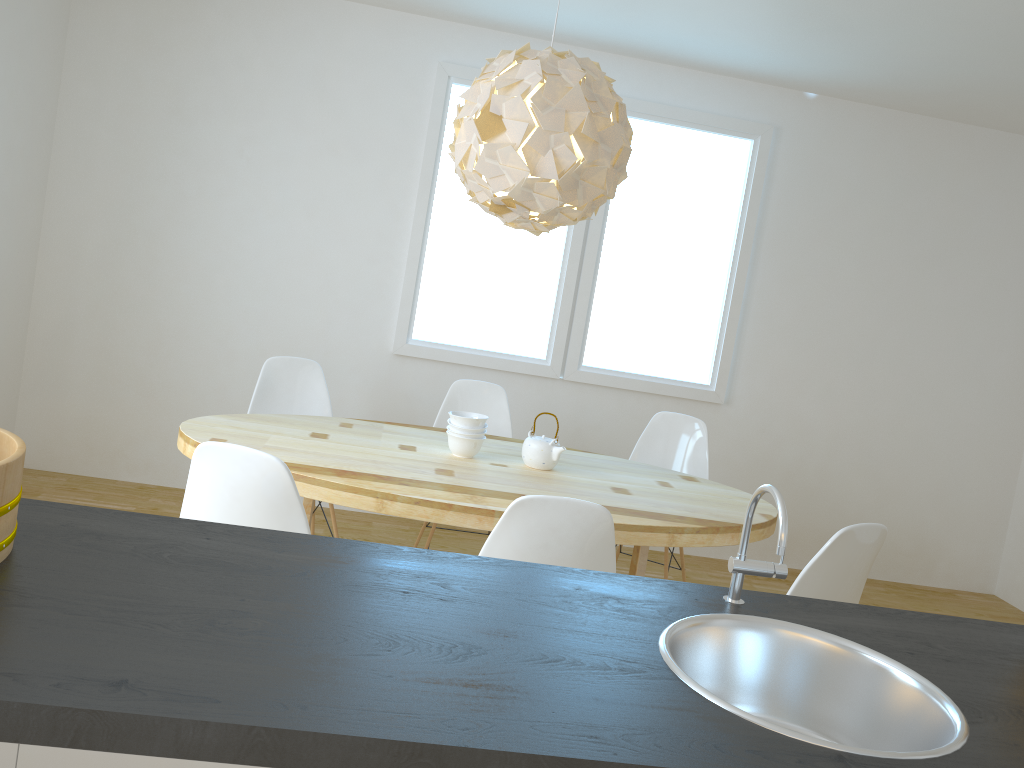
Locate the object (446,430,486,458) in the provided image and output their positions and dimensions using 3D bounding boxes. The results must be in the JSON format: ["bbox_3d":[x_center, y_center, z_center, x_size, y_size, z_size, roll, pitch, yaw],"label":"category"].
[{"bbox_3d":[-0.178,0.229,3.318,0.153,0.082,0.152,13,7,32],"label":"object"}]

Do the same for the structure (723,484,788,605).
[{"bbox_3d":[0.425,0.270,1.418,0.097,0.214,0.163,9,5,-7],"label":"structure"}]

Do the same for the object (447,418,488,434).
[{"bbox_3d":[-0.172,0.183,3.309,0.152,0.095,0.151,10,6,10],"label":"object"}]

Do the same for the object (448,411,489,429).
[{"bbox_3d":[-0.169,0.155,3.310,0.152,0.086,0.152,12,7,21],"label":"object"}]

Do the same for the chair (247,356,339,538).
[{"bbox_3d":[-0.925,0.368,3.794,0.428,0.898,0.527,7,5,-32],"label":"chair"}]

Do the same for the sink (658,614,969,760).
[{"bbox_3d":[0.392,0.473,1.219,0.407,0.156,0.403,14,8,34],"label":"sink"}]

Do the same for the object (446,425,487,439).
[{"bbox_3d":[-0.176,0.206,3.313,0.153,0.092,0.151,13,7,32],"label":"object"}]

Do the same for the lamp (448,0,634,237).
[{"bbox_3d":[0.142,-1.083,3.096,0.638,1.130,0.650,9,4,-8],"label":"lamp"}]

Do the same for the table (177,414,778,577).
[{"bbox_3d":[-0.144,0.652,3.261,2.186,0.722,1.201,8,6,-8],"label":"table"}]

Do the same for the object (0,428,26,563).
[{"bbox_3d":[-0.853,0.096,1.128,0.431,0.213,0.379,12,7,21],"label":"object"}]

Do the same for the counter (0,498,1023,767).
[{"bbox_3d":[0.088,0.369,1.212,2.397,0.040,0.604,9,7,-7],"label":"counter"}]

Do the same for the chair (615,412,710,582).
[{"bbox_3d":[0.641,0.598,4.038,0.432,0.898,0.523,11,5,23],"label":"chair"}]

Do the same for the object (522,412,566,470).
[{"bbox_3d":[0.120,0.212,3.322,0.147,0.211,0.178,9,5,-8],"label":"object"}]

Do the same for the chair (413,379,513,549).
[{"bbox_3d":[-0.199,0.462,4.004,0.429,0.898,0.526,9,4,-7],"label":"chair"}]

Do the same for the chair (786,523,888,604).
[{"bbox_3d":[0.774,0.783,2.719,0.428,0.898,0.527,6,5,-37],"label":"chair"}]

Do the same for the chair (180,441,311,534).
[{"bbox_3d":[-0.681,0.574,2.462,0.431,0.898,0.524,10,4,13],"label":"chair"}]

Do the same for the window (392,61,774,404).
[{"bbox_3d":[0.491,-0.397,3.684,1.877,2.044,2.565,9,6,-7],"label":"window"}]
